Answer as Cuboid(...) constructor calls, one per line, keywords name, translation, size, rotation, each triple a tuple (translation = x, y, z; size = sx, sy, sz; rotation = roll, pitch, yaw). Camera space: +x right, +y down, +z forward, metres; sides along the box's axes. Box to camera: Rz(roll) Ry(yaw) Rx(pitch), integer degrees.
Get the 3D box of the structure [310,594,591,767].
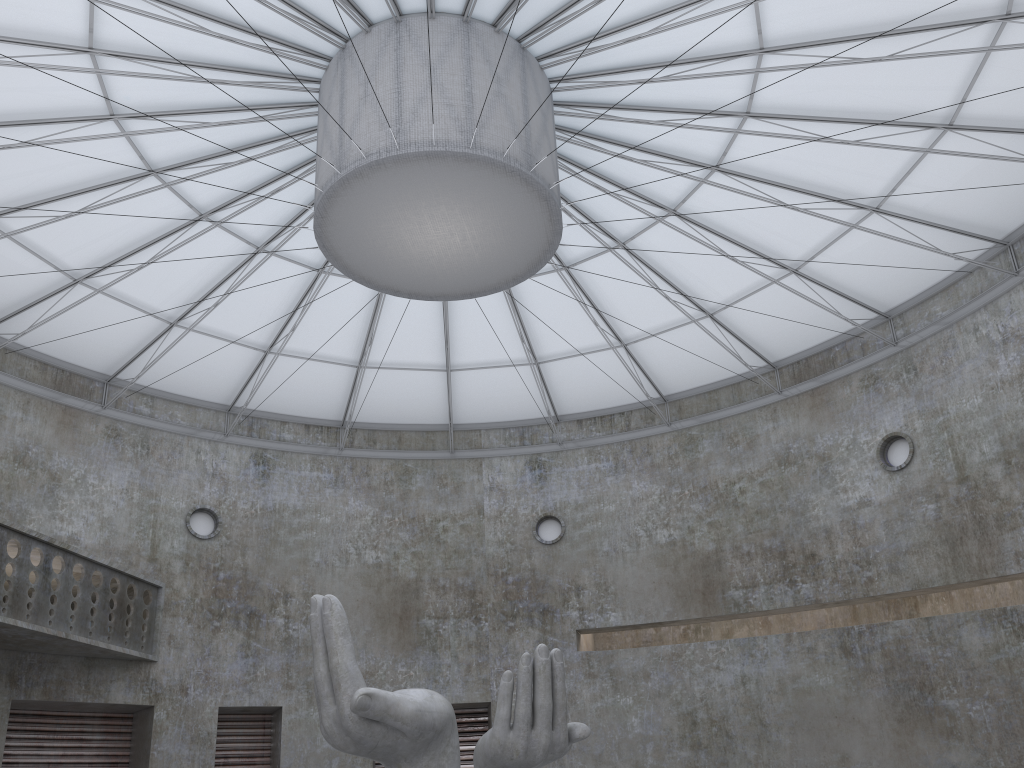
Cuboid(name="structure", translation=(0.886, 7.181, 19.113), size=(10.796, 5.606, 15.815), rotation=(12, -29, -29))
